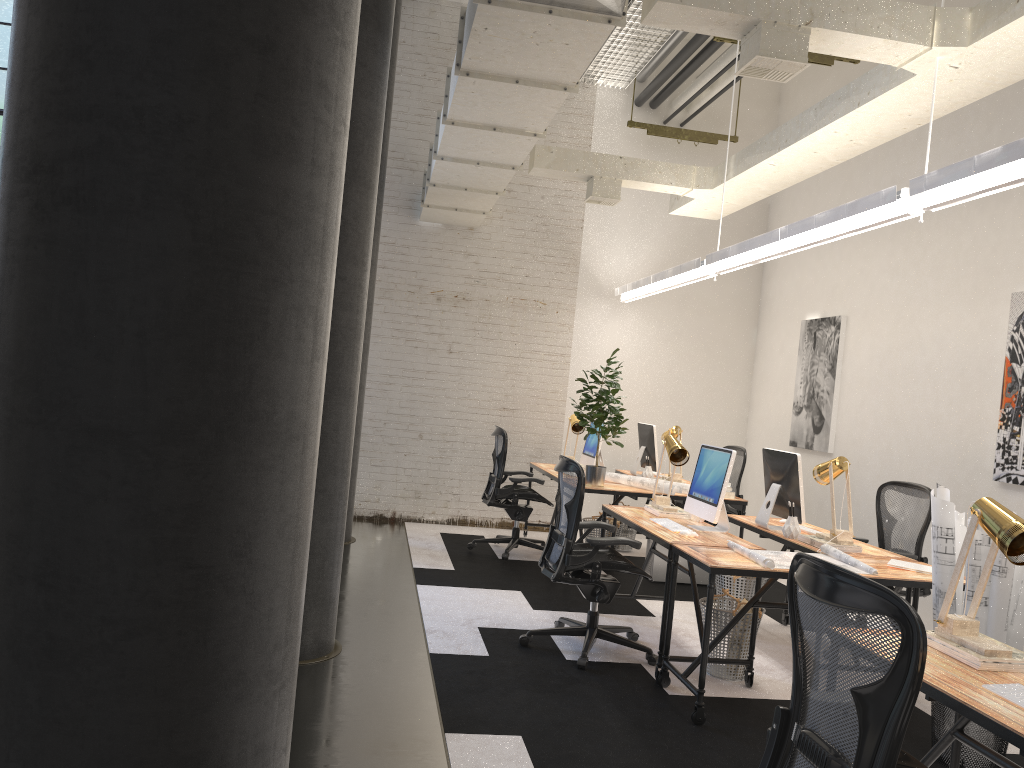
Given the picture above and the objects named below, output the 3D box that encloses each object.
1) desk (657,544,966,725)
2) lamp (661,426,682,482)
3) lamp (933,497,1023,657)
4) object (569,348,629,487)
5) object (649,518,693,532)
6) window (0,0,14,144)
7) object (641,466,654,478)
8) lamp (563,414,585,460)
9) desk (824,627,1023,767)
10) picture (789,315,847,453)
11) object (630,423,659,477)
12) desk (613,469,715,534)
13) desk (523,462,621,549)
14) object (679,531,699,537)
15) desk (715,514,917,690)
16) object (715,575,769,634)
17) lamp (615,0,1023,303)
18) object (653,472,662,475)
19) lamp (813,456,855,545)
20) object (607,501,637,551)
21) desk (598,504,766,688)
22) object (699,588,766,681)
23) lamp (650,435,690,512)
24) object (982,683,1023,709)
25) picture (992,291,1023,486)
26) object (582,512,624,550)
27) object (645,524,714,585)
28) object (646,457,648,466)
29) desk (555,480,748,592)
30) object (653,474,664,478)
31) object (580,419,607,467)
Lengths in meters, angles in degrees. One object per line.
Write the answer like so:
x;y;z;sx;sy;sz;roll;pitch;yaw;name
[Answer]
1.492;1.237;4.332;1.401;0.724;0.529;6;0;-9;desk
1.379;0.589;7.617;0.126;0.470;0.344;5;0;-8;lamp
1.478;0.589;2.745;0.126;0.470;0.344;5;0;-8;lamp
0.671;0.248;6.872;0.439;1.077;0.513;5;0;-18;object
0.913;0.813;5.110;0.118;0.017;0.439;6;0;-9;object
-4.160;-1.463;8.664;2.491;5.180;0.137;5;1;-9;window
1.188;0.781;7.762;0.101;0.127;0.101;6;0;36;object
0.573;0.515;8.249;0.126;0.470;0.344;5;0;-9;lamp
1.403;1.215;2.374;0.529;0.724;1.400;5;0;-9;desk
2.735;0.000;7.959;0.049;1.183;0.731;5;0;-9;picture
1.214;0.605;8.103;0.190;0.485;0.483;5;0;-9;object
1.333;1.223;8.000;0.529;0.724;1.400;5;0;-9;desk
0.498;1.141;7.878;0.529;0.724;1.400;5;0;-9;desk
0.956;0.808;4.785;0.106;0.029;0.059;6;0;-8;object
1.758;1.269;5.353;0.529;0.724;1.400;5;0;-9;desk
1.477;1.391;5.780;0.353;0.435;0.358;5;0;-12;object
1.798;-2.163;5.213;0.226;2.864;7.300;5;0;-9;lamp
1.373;0.850;8.439;0.106;0.029;0.059;6;0;-8;object
1.803;0.635;4.970;0.128;0.470;0.344;5;0;-8;lamp
1.053;1.345;8.428;0.353;0.435;0.358;5;0;-12;object
0.923;1.187;5.231;0.529;0.724;1.400;5;0;-9;desk
1.175;1.356;4.806;0.353;0.435;0.358;5;0;-12;object
1.000;0.561;5.602;0.128;0.470;0.344;5;0;-8;lamp
1.393;0.841;2.254;0.118;0.017;0.439;6;0;-9;object
3.153;0.023;5.207;0.049;1.183;0.731;5;0;-9;picture
0.750;1.310;7.453;0.353;0.435;0.358;5;0;-12;object
1.379;1.361;7.179;0.544;0.455;0.221;6;0;-9;object
1.183;0.738;7.750;0.054;0.207;0.008;5;1;-22;object
1.068;1.190;6.980;1.401;0.724;0.529;6;0;-9;desk
1.414;0.859;8.114;0.118;0.017;0.439;6;0;-9;object
0.733;0.556;7.764;0.190;0.485;0.483;5;0;-9;object
